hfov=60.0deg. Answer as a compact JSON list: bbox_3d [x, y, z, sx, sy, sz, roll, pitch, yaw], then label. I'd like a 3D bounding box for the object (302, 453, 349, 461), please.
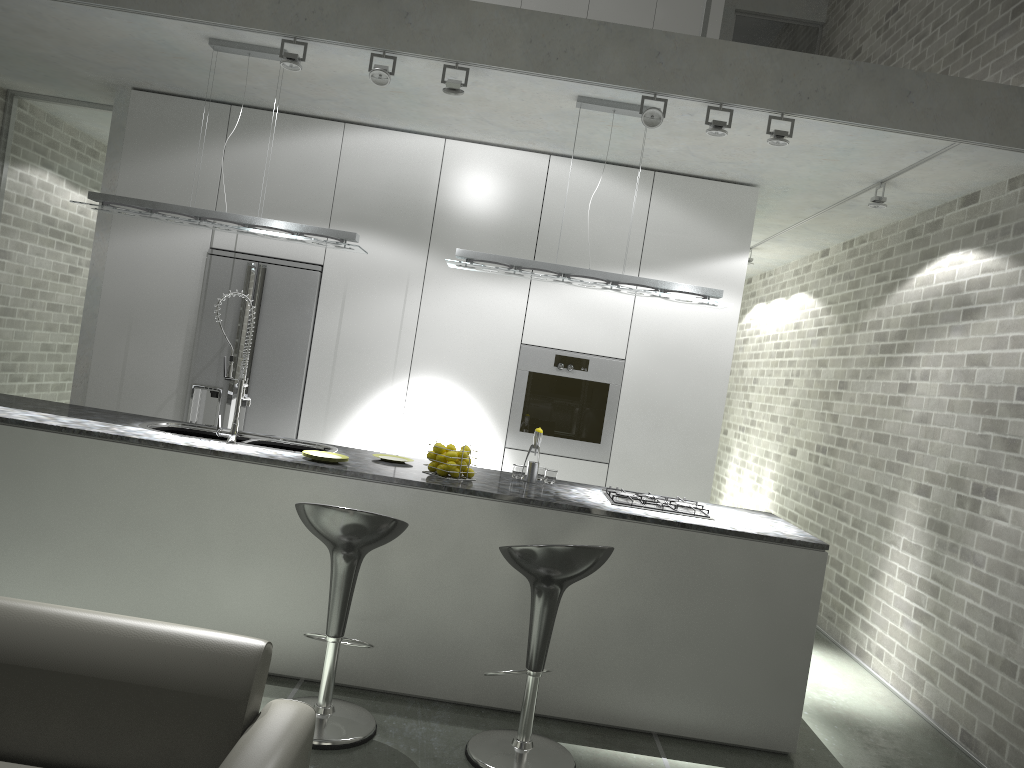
[{"bbox_3d":[-0.880,0.350,4.182,0.216,0.017,0.217,9,1,33],"label":"object"}]

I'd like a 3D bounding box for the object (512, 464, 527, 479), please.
[{"bbox_3d":[0.037,0.462,4.667,0.063,0.070,0.064,10,1,38],"label":"object"}]

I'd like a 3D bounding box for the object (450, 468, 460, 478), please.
[{"bbox_3d":[-0.275,0.426,4.270,0.051,0.053,0.063,9,1,-2],"label":"object"}]

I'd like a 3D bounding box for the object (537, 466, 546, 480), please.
[{"bbox_3d":[0.143,0.477,4.741,0.063,0.070,0.064,10,1,38],"label":"object"}]

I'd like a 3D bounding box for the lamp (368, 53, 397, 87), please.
[{"bbox_3d":[-0.644,-1.553,4.375,0.115,0.151,0.115,10,1,43],"label":"lamp"}]

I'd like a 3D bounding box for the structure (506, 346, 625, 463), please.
[{"bbox_3d":[0.353,0.135,5.875,0.692,0.680,0.036,9,1,0],"label":"structure"}]

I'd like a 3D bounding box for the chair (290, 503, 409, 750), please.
[{"bbox_3d":[-0.699,0.922,3.573,0.457,0.931,0.464,9,1,14],"label":"chair"}]

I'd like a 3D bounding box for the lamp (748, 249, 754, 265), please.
[{"bbox_3d":[-0.512,-1.572,6.323,6.854,0.136,0.110,8,1,-35],"label":"lamp"}]

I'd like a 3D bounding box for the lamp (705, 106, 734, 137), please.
[{"bbox_3d":[1.023,-1.302,4.392,0.109,0.135,0.109,8,1,-42],"label":"lamp"}]

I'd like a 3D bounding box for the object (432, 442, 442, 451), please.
[{"bbox_3d":[-0.363,0.316,4.351,0.052,0.060,0.057,8,1,-22],"label":"object"}]

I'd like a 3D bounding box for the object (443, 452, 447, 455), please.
[{"bbox_3d":[-0.332,0.359,4.348,0.064,0.053,0.051,9,1,-7],"label":"object"}]

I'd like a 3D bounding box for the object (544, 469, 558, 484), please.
[{"bbox_3d":[0.204,0.488,4.672,0.064,0.070,0.063,9,1,8],"label":"object"}]

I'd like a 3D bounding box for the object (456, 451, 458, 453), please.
[{"bbox_3d":[-0.272,0.355,4.359,0.055,0.051,0.061,9,1,-16],"label":"object"}]

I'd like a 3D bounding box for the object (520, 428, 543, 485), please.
[{"bbox_3d":[0.127,0.367,4.587,0.101,0.288,0.088,9,1,30],"label":"object"}]

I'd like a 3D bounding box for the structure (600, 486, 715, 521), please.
[{"bbox_3d":[0.716,0.588,4.440,0.500,0.038,0.500,9,1,0],"label":"structure"}]

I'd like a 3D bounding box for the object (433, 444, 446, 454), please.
[{"bbox_3d":[-0.350,0.315,4.299,0.063,0.051,0.053,10,1,37],"label":"object"}]

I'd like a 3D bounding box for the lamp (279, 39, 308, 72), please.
[{"bbox_3d":[-1.083,-1.629,4.380,0.109,0.136,0.109,10,1,42],"label":"lamp"}]

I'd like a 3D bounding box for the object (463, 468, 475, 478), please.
[{"bbox_3d":[-0.212,0.435,4.330,0.053,0.052,0.062,9,1,29],"label":"object"}]

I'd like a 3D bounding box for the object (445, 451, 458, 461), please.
[{"bbox_3d":[-0.291,0.348,4.262,0.061,0.052,0.053,9,1,3],"label":"object"}]

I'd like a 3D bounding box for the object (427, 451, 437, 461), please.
[{"bbox_3d":[-0.387,0.353,4.329,0.053,0.051,0.063,8,1,-41],"label":"object"}]

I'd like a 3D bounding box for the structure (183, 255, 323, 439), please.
[{"bbox_3d":[-1.778,0.144,5.898,0.743,1.900,0.160,9,1,0],"label":"structure"}]

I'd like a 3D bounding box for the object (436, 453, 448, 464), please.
[{"bbox_3d":[-0.339,0.362,4.292,0.062,0.053,0.052,8,1,-38],"label":"object"}]

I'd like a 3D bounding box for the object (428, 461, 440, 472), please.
[{"bbox_3d":[-0.380,0.402,4.316,0.060,0.057,0.052,9,1,-8],"label":"object"}]

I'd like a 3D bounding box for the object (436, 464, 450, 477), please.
[{"bbox_3d":[-0.331,0.416,4.282,0.064,0.063,0.074,9,1,10],"label":"object"}]

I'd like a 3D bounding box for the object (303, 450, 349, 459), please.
[{"bbox_3d":[-0.879,0.340,4.182,0.216,0.017,0.217,9,1,33],"label":"object"}]

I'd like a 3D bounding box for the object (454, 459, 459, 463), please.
[{"bbox_3d":[-0.273,0.386,4.303,0.051,0.053,0.062,9,1,-2],"label":"object"}]

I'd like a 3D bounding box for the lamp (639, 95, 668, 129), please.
[{"bbox_3d":[0.696,-1.342,4.374,0.131,0.154,0.098,9,1,0],"label":"lamp"}]

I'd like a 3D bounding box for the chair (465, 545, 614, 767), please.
[{"bbox_3d":[0.111,1.048,3.542,0.457,0.931,0.464,9,1,-19],"label":"chair"}]

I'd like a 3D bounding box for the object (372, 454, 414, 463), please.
[{"bbox_3d":[-0.616,0.389,4.589,0.216,0.017,0.217,9,1,25],"label":"object"}]

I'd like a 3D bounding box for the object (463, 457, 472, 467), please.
[{"bbox_3d":[-0.225,0.382,4.344,0.053,0.054,0.061,10,1,36],"label":"object"}]

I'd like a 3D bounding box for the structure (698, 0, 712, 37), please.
[{"bbox_3d":[0.101,-2.306,4.380,5.560,0.972,0.070,9,1,0],"label":"structure"}]

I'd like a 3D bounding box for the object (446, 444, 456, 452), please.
[{"bbox_3d":[-0.298,0.319,4.328,0.051,0.053,0.063,9,1,-9],"label":"object"}]

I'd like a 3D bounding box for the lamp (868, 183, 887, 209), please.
[{"bbox_3d":[2.215,-1.134,5.351,0.109,0.132,0.109,10,1,42],"label":"lamp"}]

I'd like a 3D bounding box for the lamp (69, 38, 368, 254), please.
[{"bbox_3d":[-1.444,-1.290,4.656,1.490,0.964,0.290,9,1,0],"label":"lamp"}]

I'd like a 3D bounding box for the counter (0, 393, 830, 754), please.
[{"bbox_3d":[-0.815,0.854,4.446,4.400,0.960,0.900,9,1,0],"label":"counter"}]

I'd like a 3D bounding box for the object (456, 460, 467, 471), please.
[{"bbox_3d":[-0.247,0.394,4.288,0.061,0.055,0.051,8,1,-31],"label":"object"}]

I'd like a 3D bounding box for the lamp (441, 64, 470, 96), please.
[{"bbox_3d":[-0.285,-1.497,4.397,0.115,0.151,0.115,10,1,43],"label":"lamp"}]

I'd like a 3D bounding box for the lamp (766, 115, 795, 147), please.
[{"bbox_3d":[1.327,-1.254,4.393,0.109,0.135,0.109,8,1,-42],"label":"lamp"}]

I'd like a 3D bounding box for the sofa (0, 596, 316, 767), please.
[{"bbox_3d":[-1.600,0.915,2.048,2.114,0.717,0.902,9,1,0],"label":"sofa"}]

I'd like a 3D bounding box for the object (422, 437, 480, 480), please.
[{"bbox_3d":[-0.295,0.363,4.331,0.207,0.174,0.189,10,1,45],"label":"object"}]

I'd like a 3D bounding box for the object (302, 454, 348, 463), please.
[{"bbox_3d":[-0.881,0.354,4.182,0.216,0.017,0.217,9,1,33],"label":"object"}]

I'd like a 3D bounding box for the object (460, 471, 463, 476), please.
[{"bbox_3d":[-0.267,0.428,4.351,0.050,0.055,0.061,9,1,35],"label":"object"}]

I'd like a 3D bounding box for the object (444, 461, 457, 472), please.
[{"bbox_3d":[-0.294,0.395,4.237,0.061,0.054,0.052,8,1,-33],"label":"object"}]

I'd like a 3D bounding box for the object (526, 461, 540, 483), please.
[{"bbox_3d":[0.105,0.456,4.576,0.060,0.106,0.060,9,1,-7],"label":"object"}]

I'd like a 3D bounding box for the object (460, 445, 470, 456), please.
[{"bbox_3d":[-0.229,0.331,4.360,0.050,0.060,0.059,9,1,-11],"label":"object"}]

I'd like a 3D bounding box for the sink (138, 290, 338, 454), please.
[{"bbox_3d":[-1.362,0.050,4.545,0.987,1.023,0.546,9,1,0],"label":"sink"}]

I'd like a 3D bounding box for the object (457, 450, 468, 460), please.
[{"bbox_3d":[-0.240,0.344,4.294,0.051,0.053,0.063,9,1,3],"label":"object"}]

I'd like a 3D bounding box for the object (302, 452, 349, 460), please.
[{"bbox_3d":[-0.879,0.345,4.182,0.216,0.017,0.217,9,1,33],"label":"object"}]

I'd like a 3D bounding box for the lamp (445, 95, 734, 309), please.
[{"bbox_3d":[0.469,-0.992,4.663,1.490,0.964,0.290,9,1,0],"label":"lamp"}]
